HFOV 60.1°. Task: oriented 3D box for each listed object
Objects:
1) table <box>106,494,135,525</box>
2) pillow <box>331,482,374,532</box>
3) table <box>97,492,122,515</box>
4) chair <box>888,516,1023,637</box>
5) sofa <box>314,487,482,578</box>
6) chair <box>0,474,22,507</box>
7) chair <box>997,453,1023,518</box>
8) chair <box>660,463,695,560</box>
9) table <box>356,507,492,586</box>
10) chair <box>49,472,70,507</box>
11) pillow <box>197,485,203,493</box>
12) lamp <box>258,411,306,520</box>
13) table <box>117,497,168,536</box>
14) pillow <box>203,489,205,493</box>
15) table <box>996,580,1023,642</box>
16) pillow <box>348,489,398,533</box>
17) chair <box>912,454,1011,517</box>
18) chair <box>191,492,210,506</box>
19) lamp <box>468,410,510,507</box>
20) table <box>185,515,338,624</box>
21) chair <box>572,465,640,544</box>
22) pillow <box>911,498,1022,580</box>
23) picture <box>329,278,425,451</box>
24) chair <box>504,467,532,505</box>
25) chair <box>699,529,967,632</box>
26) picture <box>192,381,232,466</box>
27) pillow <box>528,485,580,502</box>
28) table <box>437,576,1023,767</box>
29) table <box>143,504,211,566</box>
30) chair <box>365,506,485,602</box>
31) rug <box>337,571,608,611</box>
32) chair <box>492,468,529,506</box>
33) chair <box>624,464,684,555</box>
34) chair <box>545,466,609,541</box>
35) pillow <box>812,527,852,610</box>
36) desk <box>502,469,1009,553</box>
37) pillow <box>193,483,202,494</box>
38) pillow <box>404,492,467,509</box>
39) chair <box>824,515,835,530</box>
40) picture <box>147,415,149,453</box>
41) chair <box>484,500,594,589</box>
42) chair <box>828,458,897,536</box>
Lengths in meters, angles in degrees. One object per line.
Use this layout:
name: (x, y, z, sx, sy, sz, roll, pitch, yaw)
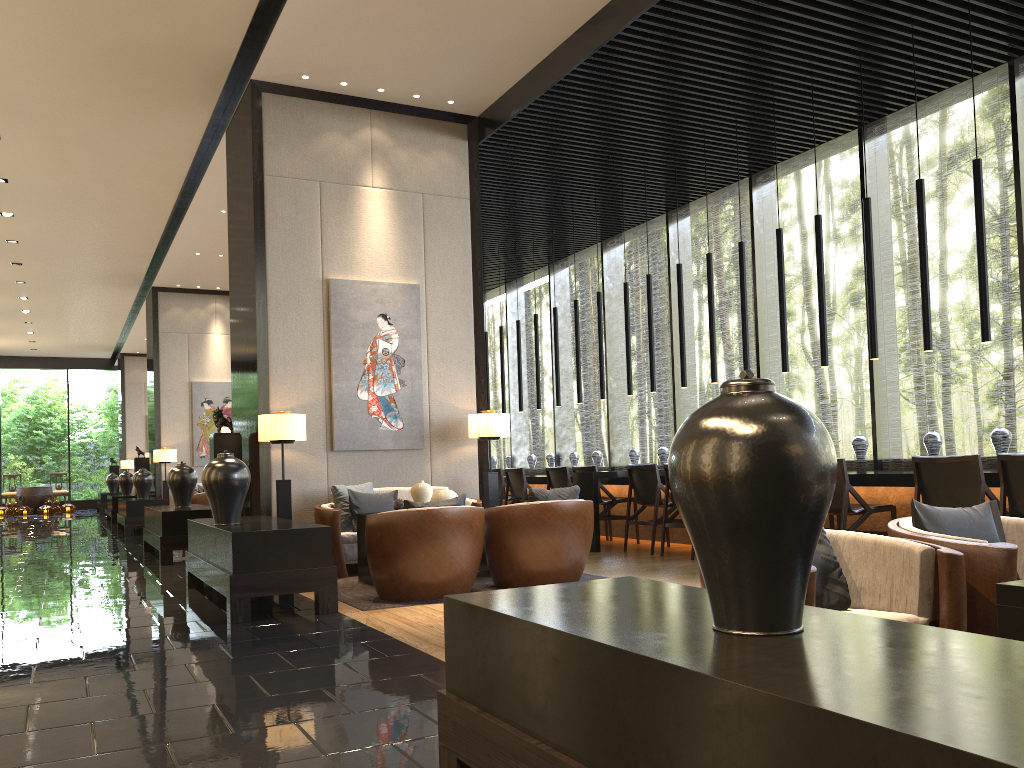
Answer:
table: (-7.597, 2.448, 17.415, 0.620, 0.511, 1.966, 0, -5, -27)
pillow: (-1.311, 1.033, 7.452, 0.201, 0.398, 0.433, -4, -4, 41)
table: (-9.924, 2.947, 21.967, 0.620, 0.511, 1.966, 0, -5, -27)
chair: (1.696, 0.779, 3.139, 0.803, 0.603, 0.608, 0, -4, -27)
sofa: (-0.962, 1.227, 7.510, 1.448, 0.692, 0.604, 0, -4, -27)
chair: (-13.509, 2.971, 23.920, 0.520, 1.074, 0.537, -1, -3, -27)
chair: (3.100, 0.793, 4.989, 0.563, 0.825, 0.527, 0, -3, -27)
chair: (1.656, 1.103, 7.815, 0.563, 0.825, 0.527, 0, -3, -27)
table: (-0.592, 1.231, 6.766, 1.042, 0.516, 0.577, 0, -4, -27)
chair: (-12.505, 2.985, 24.434, 0.520, 1.074, 0.537, -1, -3, -27)
pillow: (-5.185, 1.905, 15.252, 0.472, 0.360, 0.220, 0, -4, -30)
lamp: (-1.847, 0.897, 7.167, 0.375, 1.345, 0.375, -3, -2, 24)
table: (-5.838, 2.070, 13.976, 0.620, 0.511, 1.966, 0, -5, -27)
pillow: (-4.522, 1.741, 13.593, 0.441, 0.337, 0.205, 0, -3, -20)
table: (1.780, 0.722, 2.128, 1.042, 0.516, 0.577, 0, -4, -27)
pillow: (-1.150, 1.039, 7.359, 0.472, 0.360, 0.220, 0, -4, -30)
chair: (2.839, 0.849, 5.501, 0.563, 0.825, 0.527, 0, -3, -27)
chair: (-4.566, 1.965, 13.694, 0.803, 0.603, 0.608, 0, -4, -27)
lamp: (-0.189, 0.919, 8.016, 0.375, 1.348, 0.375, -2, -2, 2)
table: (-1.763, 1.196, 6.006, 0.620, 0.511, 1.966, 0, -5, -27)
chair: (0.933, 1.258, 9.227, 0.563, 0.825, 0.527, 0, -3, -27)
pillow: (1.638, 0.578, 3.254, 0.441, 0.337, 0.205, 0, -3, -20)
picture: (-1.195, -0.165, 7.876, 0.834, 1.498, 0.037, -1, -2, -27)
chair: (0.211, 1.413, 10.640, 0.563, 0.825, 0.527, 0, -3, -27)
chair: (0.934, 0.768, 2.749, 0.803, 0.603, 0.608, 0, -4, -27)
picture: (-5.262, 0.708, 15.830, 0.834, 1.498, 0.037, -1, -2, -27)
pillow: (0.277, 0.883, 6.093, 0.399, 0.361, 0.223, 0, -3, -27)
table: (0.531, 0.704, 1.519, 0.620, 0.511, 1.966, 0, -5, -27)
table: (-3.522, 1.573, 9.446, 0.620, 0.511, 1.966, 0, -5, -27)
chair: (-0.531, 1.100, 5.802, 0.803, 0.603, 0.608, 0, -4, -27)
rug: (-0.536, 1.488, 6.778, 1.957, 0.008, 2.249, 1, -6, -27)
chair: (-0.050, 1.469, 11.151, 0.563, 0.825, 0.527, 0, -3, -27)
chair: (1.394, 1.159, 8.326, 0.563, 0.825, 0.527, 0, -3, -27)
chair: (0.672, 1.314, 9.739, 0.563, 0.825, 0.527, 0, -3, -27)
pillow: (0.874, 0.563, 2.861, 0.399, 0.361, 0.223, 0, -3, -27)
desk: (-0.747, 1.725, 13.331, 1.780, 0.758, 28.827, 1, -6, -27)
pillow: (-5.346, 1.898, 15.345, 0.201, 0.398, 0.433, -4, -4, 41)
pillow: (-0.486, 0.876, 5.700, 0.441, 0.337, 0.205, 0, -3, -20)
chair: (2.116, 1.004, 6.913, 0.563, 0.825, 0.527, 0, -3, -27)
picture: (-9.360, 1.587, 23.844, 0.834, 1.498, 0.037, -1, -2, -27)
chair: (0.231, 1.110, 6.192, 0.803, 0.603, 0.608, 0, -4, -27)
chair: (2.378, 0.948, 6.402, 0.563, 0.825, 0.527, 0, -3, -27)
